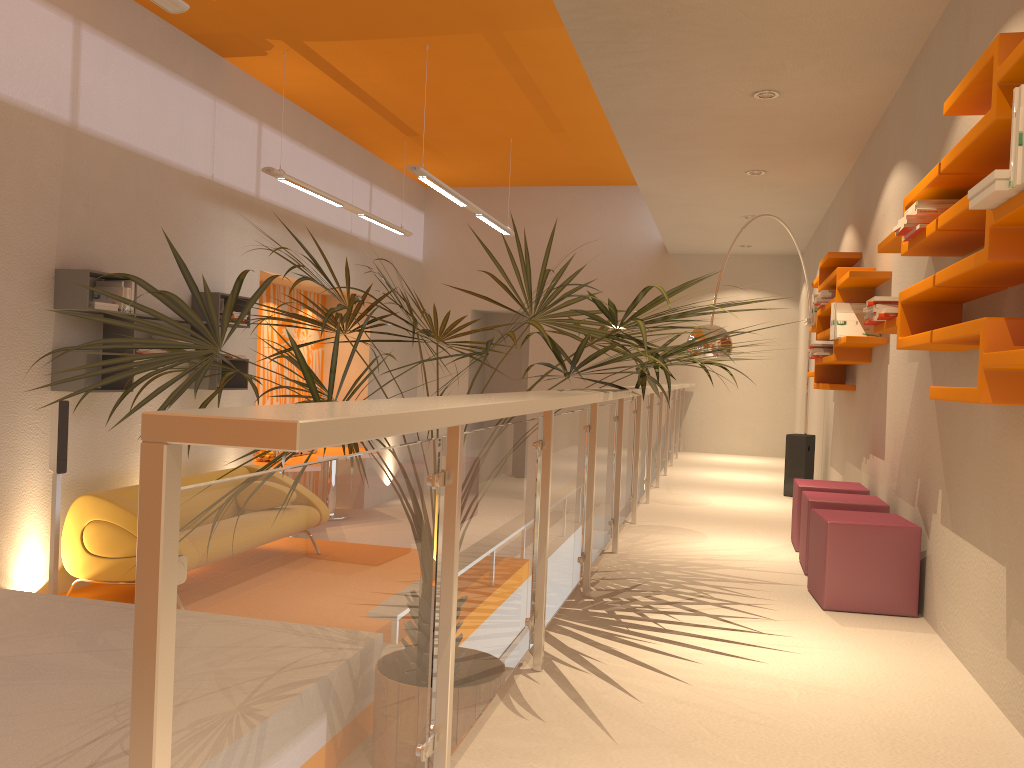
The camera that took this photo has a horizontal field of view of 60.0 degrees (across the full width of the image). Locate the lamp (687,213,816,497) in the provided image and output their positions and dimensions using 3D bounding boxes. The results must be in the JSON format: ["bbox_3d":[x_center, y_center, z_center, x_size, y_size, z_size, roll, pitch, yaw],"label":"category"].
[{"bbox_3d":[1.885,-0.188,6.839,0.315,2.259,2.077,3,1,36],"label":"lamp"}]

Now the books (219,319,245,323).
[{"bbox_3d":[-2.378,-0.528,7.411,0.190,0.015,0.254,3,1,10],"label":"books"}]

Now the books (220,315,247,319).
[{"bbox_3d":[-2.370,-0.558,7.397,0.230,0.017,0.226,3,1,9],"label":"books"}]

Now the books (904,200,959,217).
[{"bbox_3d":[1.517,-0.613,3.098,0.230,0.017,0.226,3,1,14],"label":"books"}]

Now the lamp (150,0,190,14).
[{"bbox_3d":[-1.820,-2.131,2.323,0.120,1.052,3.195,3,1,14],"label":"lamp"}]

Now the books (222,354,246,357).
[{"bbox_3d":[-2.384,-0.240,7.395,0.226,0.017,0.230,3,1,14],"label":"books"}]

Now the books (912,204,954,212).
[{"bbox_3d":[1.505,-0.598,3.106,0.190,0.015,0.254,3,1,20],"label":"books"}]

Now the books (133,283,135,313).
[{"bbox_3d":[-2.725,-0.607,6.151,0.230,0.227,0.017,3,1,14],"label":"books"}]

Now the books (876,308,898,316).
[{"bbox_3d":[1.580,-0.281,3.507,0.226,0.017,0.230,3,1,14],"label":"books"}]

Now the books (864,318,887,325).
[{"bbox_3d":[1.640,-0.265,3.800,0.210,0.013,0.297,3,1,14],"label":"books"}]

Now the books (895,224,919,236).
[{"bbox_3d":[1.497,-0.537,3.094,0.268,0.011,0.190,3,1,15],"label":"books"}]

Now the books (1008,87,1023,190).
[{"bbox_3d":[1.232,-0.544,1.960,0.230,0.227,0.017,3,1,14],"label":"books"}]

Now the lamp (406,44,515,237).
[{"bbox_3d":[-0.358,-2.152,8.338,0.120,1.052,3.195,3,1,14],"label":"lamp"}]

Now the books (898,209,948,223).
[{"bbox_3d":[1.502,-0.582,3.102,0.227,0.017,0.230,3,1,9],"label":"books"}]

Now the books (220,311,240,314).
[{"bbox_3d":[-2.371,-0.590,7.383,0.226,0.017,0.230,3,1,14],"label":"books"}]

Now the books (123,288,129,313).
[{"bbox_3d":[-2.735,-0.577,6.084,0.230,0.169,0.027,3,1,14],"label":"books"}]

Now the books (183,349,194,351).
[{"bbox_3d":[-2.563,-0.262,6.741,0.190,0.015,0.254,3,1,10],"label":"books"}]

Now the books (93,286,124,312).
[{"bbox_3d":[-2.746,-0.577,6.030,0.230,0.169,0.023,3,1,14],"label":"books"}]

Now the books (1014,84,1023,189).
[{"bbox_3d":[1.234,-0.544,1.941,0.230,0.227,0.017,3,1,14],"label":"books"}]

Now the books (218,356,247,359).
[{"bbox_3d":[-2.378,-0.224,7.407,0.254,0.015,0.190,3,1,20],"label":"books"}]

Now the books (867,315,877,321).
[{"bbox_3d":[1.642,-0.277,3.804,0.190,0.011,0.268,3,1,15],"label":"books"}]

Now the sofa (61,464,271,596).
[{"bbox_3d":[-2.240,1.062,6.637,0.929,0.706,2.081,3,1,14],"label":"sofa"}]

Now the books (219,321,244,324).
[{"bbox_3d":[-2.380,-0.514,7.401,0.190,0.011,0.268,3,1,15],"label":"books"}]

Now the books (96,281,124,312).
[{"bbox_3d":[-2.752,-0.598,6.063,0.207,0.210,0.021,3,1,14],"label":"books"}]

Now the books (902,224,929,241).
[{"bbox_3d":[1.500,-0.525,3.087,0.210,0.013,0.297,3,1,14],"label":"books"}]

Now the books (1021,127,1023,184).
[{"bbox_3d":[1.221,-0.515,1.892,0.230,0.169,0.027,3,1,14],"label":"books"}]

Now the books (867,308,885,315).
[{"bbox_3d":[1.640,-0.305,3.807,0.190,0.015,0.254,3,1,15],"label":"books"}]

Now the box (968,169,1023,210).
[{"bbox_3d":[1.230,-0.456,2.089,0.232,0.047,0.232,3,1,14],"label":"box"}]

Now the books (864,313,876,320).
[{"bbox_3d":[1.644,-0.290,3.814,0.190,0.015,0.254,3,1,10],"label":"books"}]

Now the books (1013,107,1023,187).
[{"bbox_3d":[1.220,-0.515,1.921,0.230,0.169,0.027,3,1,14],"label":"books"}]

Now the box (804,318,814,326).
[{"bbox_3d":[2.381,-0.473,6.825,0.232,0.047,0.232,3,1,14],"label":"box"}]

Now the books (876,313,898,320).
[{"bbox_3d":[1.586,-0.264,3.518,0.254,0.015,0.190,3,1,20],"label":"books"}]

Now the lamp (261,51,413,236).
[{"bbox_3d":[-1.552,-2.206,8.627,0.120,1.052,3.195,3,1,14],"label":"lamp"}]

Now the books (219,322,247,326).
[{"bbox_3d":[-2.382,-0.502,7.397,0.210,0.013,0.297,3,1,14],"label":"books"}]

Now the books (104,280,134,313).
[{"bbox_3d":[-2.722,-0.606,6.132,0.230,0.227,0.017,3,1,14],"label":"books"}]

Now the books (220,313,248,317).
[{"bbox_3d":[-2.365,-0.574,7.394,0.254,0.015,0.190,3,1,20],"label":"books"}]

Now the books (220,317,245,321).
[{"bbox_3d":[-2.382,-0.543,7.404,0.190,0.015,0.254,3,1,15],"label":"books"}]

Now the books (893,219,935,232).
[{"bbox_3d":[1.487,-0.551,3.095,0.254,0.015,0.190,3,1,10],"label":"books"}]

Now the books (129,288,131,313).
[{"bbox_3d":[-2.737,-0.578,6.113,0.230,0.169,0.027,3,1,14],"label":"books"}]

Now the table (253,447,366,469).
[{"bbox_3d":[-2.167,1.154,9.535,0.969,0.760,2.573,3,1,14],"label":"table"}]

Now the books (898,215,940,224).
[{"bbox_3d":[1.495,-0.566,3.090,0.254,0.015,0.190,3,1,15],"label":"books"}]
